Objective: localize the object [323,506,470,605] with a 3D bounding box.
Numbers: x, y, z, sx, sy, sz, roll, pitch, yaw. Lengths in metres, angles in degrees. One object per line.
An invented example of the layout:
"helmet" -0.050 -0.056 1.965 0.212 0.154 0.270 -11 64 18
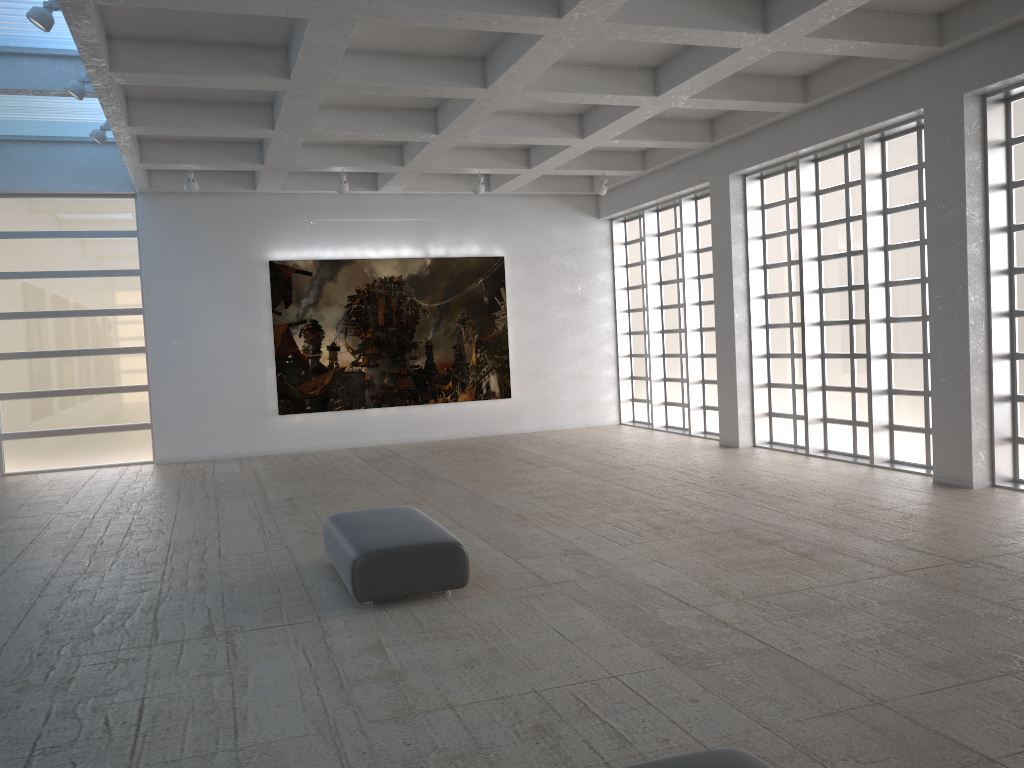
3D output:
"object" -1.801 2.447 13.068 1.616 0.828 3.044 -4 3 -19

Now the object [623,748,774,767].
"object" 1.316 2.742 4.078 1.616 0.828 3.044 -4 3 -19
